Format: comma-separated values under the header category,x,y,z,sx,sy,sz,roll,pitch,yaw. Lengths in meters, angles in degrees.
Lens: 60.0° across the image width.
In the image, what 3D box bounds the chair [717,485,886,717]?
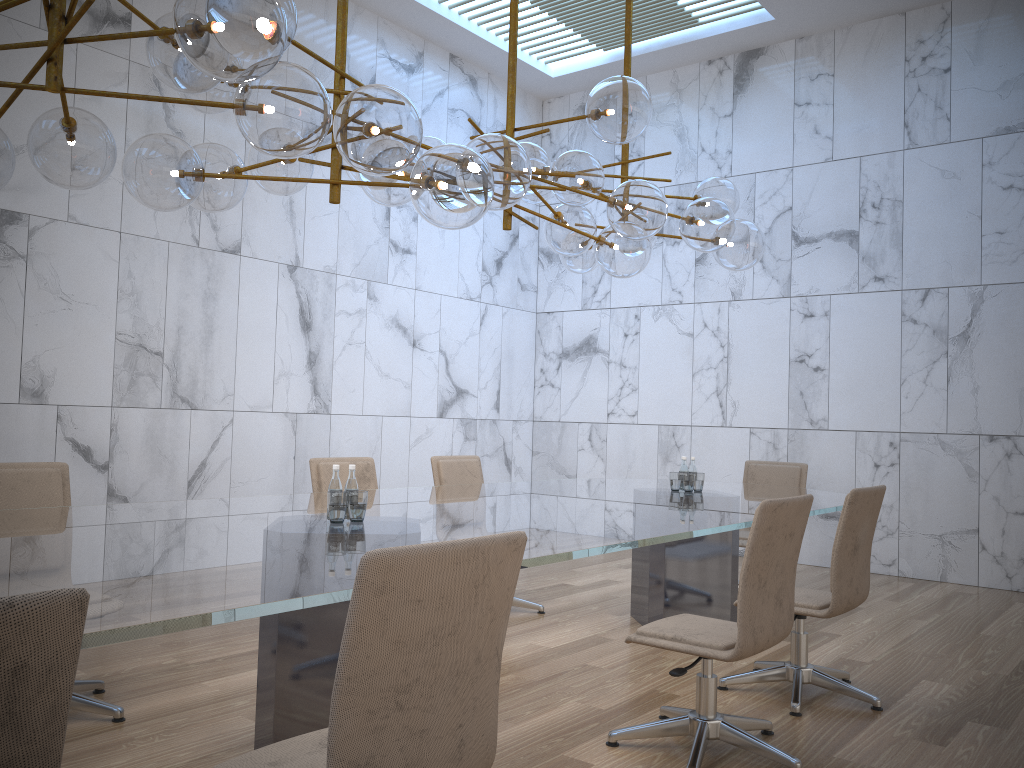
category,x,y,z,sx,sy,sz,roll,pitch,yaw
chair,1.400,0.966,4.200,0.697,1.000,0.726,0,-3,38

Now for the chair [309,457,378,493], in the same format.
category,x,y,z,sx,sy,sz,roll,pitch,yaw
chair,-0.795,0.931,5.026,0.697,1.000,0.726,0,-3,38

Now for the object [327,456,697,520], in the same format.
category,x,y,z,sx,sy,sz,roll,pitch,yaw
object,-0.453,0.437,3.681,0.124,0.213,5.189,0,-3,38

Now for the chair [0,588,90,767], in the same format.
category,x,y,z,sx,sy,sz,roll,pitch,yaw
chair,-0.968,0.763,1.181,0.697,1.000,0.726,0,-3,38

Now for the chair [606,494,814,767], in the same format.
category,x,y,z,sx,sy,sz,roll,pitch,yaw
chair,0.788,0.914,3.420,0.697,1.000,0.726,0,-3,38

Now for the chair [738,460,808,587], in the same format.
category,x,y,z,sx,sy,sz,roll,pitch,yaw
chair,1.845,1.082,6.588,0.726,1.000,0.697,0,-3,39

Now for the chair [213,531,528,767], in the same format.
category,x,y,z,sx,sy,sz,roll,pitch,yaw
chair,-0.352,0.816,1.966,0.697,1.000,0.726,0,-3,38

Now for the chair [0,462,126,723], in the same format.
category,x,y,z,sx,sy,sz,roll,pitch,yaw
chair,-1.932,0.834,3.576,0.697,1.000,0.726,0,-3,38

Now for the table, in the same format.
category,x,y,z,sx,sy,sz,roll,pitch,yaw
table,-0.656,0.944,3.397,2.092,0.835,7.924,0,-3,38

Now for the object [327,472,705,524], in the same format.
category,x,y,z,sx,sy,sz,roll,pitch,yaw
object,-0.424,0.485,3.638,0.183,0.117,5.112,0,-3,38

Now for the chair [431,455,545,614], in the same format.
category,x,y,z,sx,sy,sz,roll,pitch,yaw
chair,-0.178,0.984,5.812,0.697,1.000,0.726,0,-3,38

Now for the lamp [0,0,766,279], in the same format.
category,x,y,z,sx,sy,sz,roll,pitch,yaw
lamp,-0.642,-1.871,3.424,1.557,2.716,5.672,0,-3,38
